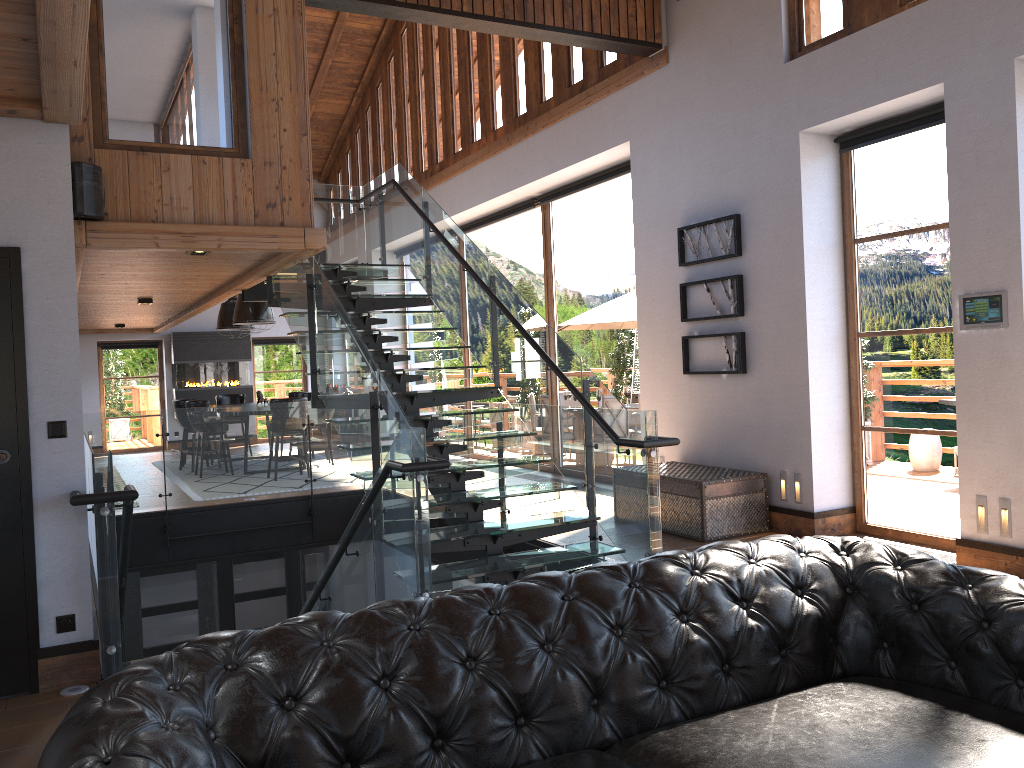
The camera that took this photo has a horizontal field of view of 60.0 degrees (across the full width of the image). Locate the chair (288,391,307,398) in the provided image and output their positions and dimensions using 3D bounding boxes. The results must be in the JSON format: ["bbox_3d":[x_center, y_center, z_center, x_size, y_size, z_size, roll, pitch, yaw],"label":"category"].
[{"bbox_3d":[-3.674,0.683,14.837,0.574,1.092,0.499,-3,1,-28],"label":"chair"}]

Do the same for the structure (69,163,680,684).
[{"bbox_3d":[0.183,0.804,9.681,9.305,6.397,10.916,-3,1,-27],"label":"structure"}]

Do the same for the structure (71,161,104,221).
[{"bbox_3d":[-2.751,-1.236,5.713,0.216,0.349,0.211,-3,1,-27],"label":"structure"}]

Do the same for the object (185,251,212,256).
[{"bbox_3d":[-2.304,-0.994,6.517,0.157,0.068,0.258,-3,1,-27],"label":"object"}]

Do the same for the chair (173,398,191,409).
[{"bbox_3d":[-5.052,0.769,14.053,0.572,1.092,0.500,-3,1,-18],"label":"chair"}]

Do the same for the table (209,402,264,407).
[{"bbox_3d":[-3.874,0.814,13.515,1.444,0.949,3.759,-3,1,-27],"label":"table"}]

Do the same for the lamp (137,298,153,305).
[{"bbox_3d":[-4.432,-1.001,10.704,0.157,0.068,0.258,-3,1,-27],"label":"lamp"}]

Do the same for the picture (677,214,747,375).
[{"bbox_3d":[1.706,-0.740,7.616,0.060,1.312,0.766,-3,1,-27],"label":"picture"}]

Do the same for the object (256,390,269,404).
[{"bbox_3d":[-3.825,0.216,13.602,0.115,0.253,0.223,-2,1,26],"label":"object"}]

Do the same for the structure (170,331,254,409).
[{"bbox_3d":[-5.888,-0.199,17.420,1.459,1.649,0.429,-3,1,-28],"label":"structure"}]

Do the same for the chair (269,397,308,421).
[{"bbox_3d":[-2.960,0.724,11.766,0.509,1.092,0.562,-3,1,-28],"label":"chair"}]

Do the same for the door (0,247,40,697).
[{"bbox_3d":[-2.643,0.421,3.878,0.951,2.055,0.142,-3,1,-28],"label":"door"}]

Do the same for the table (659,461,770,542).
[{"bbox_3d":[1.473,0.956,7.445,0.691,0.469,1.242,-3,1,-27],"label":"table"}]

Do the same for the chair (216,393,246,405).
[{"bbox_3d":[-4.815,0.721,15.296,0.509,1.092,0.562,-3,1,-28],"label":"chair"}]

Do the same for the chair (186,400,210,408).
[{"bbox_3d":[-4.266,0.763,12.472,0.574,1.092,0.499,-3,1,-28],"label":"chair"}]

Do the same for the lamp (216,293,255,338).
[{"bbox_3d":[-4.610,-3.095,14.459,0.617,4.684,0.626,-2,1,18],"label":"lamp"}]

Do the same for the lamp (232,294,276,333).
[{"bbox_3d":[-3.896,-3.092,13.053,0.617,4.684,0.626,-2,1,18],"label":"lamp"}]

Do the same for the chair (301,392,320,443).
[{"bbox_3d":[-3.197,0.682,14.010,0.575,1.092,0.498,-3,1,-43],"label":"chair"}]

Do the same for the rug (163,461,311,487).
[{"bbox_3d":[-3.764,1.271,13.206,2.578,0.047,5.575,-3,1,-27],"label":"rug"}]

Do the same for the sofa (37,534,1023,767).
[{"bbox_3d":[0.312,0.943,2.098,2.592,0.838,1.227,-3,1,-28],"label":"sofa"}]

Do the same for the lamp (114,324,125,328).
[{"bbox_3d":[-6.804,-1.009,15.373,0.157,0.068,0.258,-3,1,-27],"label":"lamp"}]

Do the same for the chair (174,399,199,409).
[{"bbox_3d":[-4.743,0.764,13.299,0.575,1.092,0.498,-3,1,-43],"label":"chair"}]
